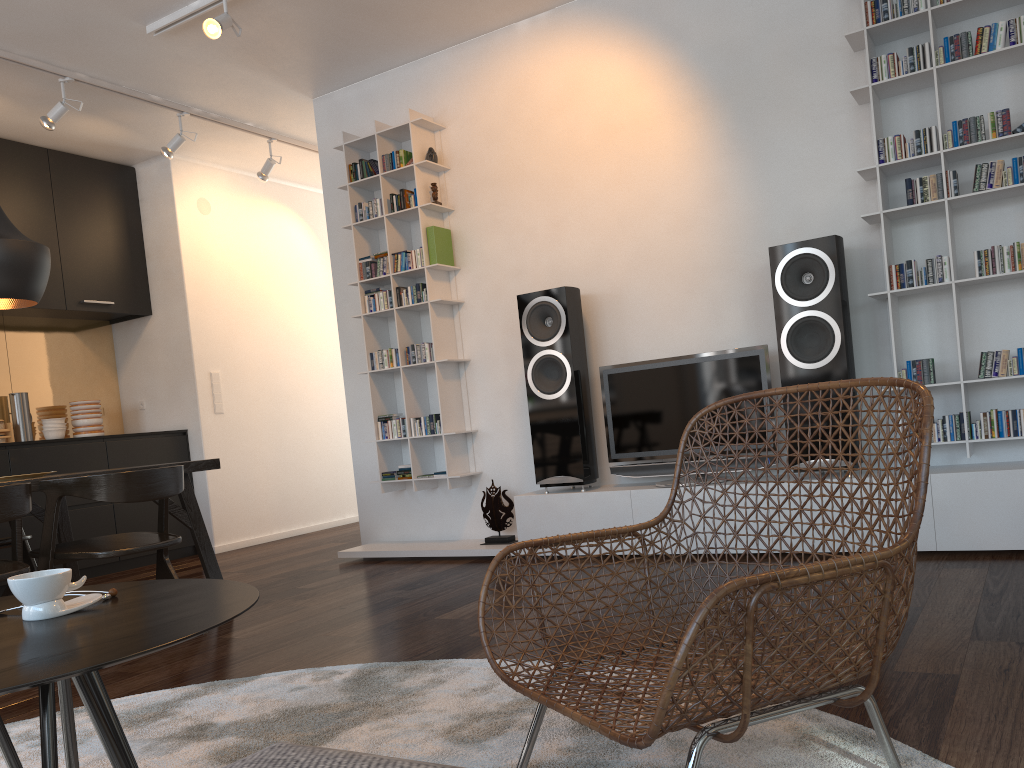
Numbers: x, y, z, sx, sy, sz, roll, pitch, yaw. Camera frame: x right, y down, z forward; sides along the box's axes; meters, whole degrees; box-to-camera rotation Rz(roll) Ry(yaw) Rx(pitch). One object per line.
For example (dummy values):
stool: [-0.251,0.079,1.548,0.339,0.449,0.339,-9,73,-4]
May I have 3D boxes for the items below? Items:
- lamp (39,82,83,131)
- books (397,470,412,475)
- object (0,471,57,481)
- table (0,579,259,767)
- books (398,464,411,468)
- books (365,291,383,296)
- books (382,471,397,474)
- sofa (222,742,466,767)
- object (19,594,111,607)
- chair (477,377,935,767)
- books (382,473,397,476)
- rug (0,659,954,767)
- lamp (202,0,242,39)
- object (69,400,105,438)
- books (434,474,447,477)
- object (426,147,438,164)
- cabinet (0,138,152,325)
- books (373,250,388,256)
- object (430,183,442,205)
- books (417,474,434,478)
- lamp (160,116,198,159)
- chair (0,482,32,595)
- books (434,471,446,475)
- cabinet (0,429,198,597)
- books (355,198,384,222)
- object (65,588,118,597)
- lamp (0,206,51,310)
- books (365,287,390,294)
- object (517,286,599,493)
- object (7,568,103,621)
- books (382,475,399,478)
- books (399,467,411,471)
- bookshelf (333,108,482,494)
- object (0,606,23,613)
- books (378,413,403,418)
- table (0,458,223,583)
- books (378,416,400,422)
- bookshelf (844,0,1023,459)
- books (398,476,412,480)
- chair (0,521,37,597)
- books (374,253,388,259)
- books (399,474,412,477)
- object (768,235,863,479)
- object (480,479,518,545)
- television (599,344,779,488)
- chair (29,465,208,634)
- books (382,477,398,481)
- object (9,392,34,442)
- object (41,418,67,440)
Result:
lamp: [-2.400,-1.482,4.718,0.251,0.240,0.085,-6,1,2]
books: [-0.592,0.500,5.027,0.107,0.023,0.069,-7,-2,31]
object: [-2.086,0.391,3.670,0.357,0.017,0.354,-8,-3,34]
table: [-0.784,0.607,1.305,0.850,0.473,0.844,-7,-2,33]
books: [-0.587,0.466,5.025,0.092,0.014,0.069,-7,-3,31]
books: [-0.772,-0.516,5.086,0.112,0.012,0.093,-7,-3,31]
books: [-0.687,0.507,5.087,0.107,0.009,0.069,-7,-3,31]
sofa: [-1.230,0.516,0.363,3.078,0.672,2.033,-7,-2,31]
object: [-0.772,0.370,1.524,0.164,0.016,0.025,-6,-1,6]
chair: [0.364,0.374,1.662,0.683,0.710,0.720,-6,0,-27]
books: [-0.691,0.518,5.089,0.093,0.015,0.069,-7,-3,31]
rug: [-0.600,0.822,1.327,2.841,0.012,2.834,-6,-2,11]
lamp: [-1.297,-1.630,3.947,0.085,0.240,0.250,-6,0,13]
object: [-2.946,0.252,6.132,0.198,0.265,0.198,-6,0,5]
books: [-0.376,0.507,4.916,0.092,0.014,0.069,-7,-3,31]
object: [-0.442,-1.249,4.862,0.064,0.101,0.060,-6,1,8]
cabinet: [-3.320,-0.975,5.590,0.533,1.051,1.949,-5,-1,31]
books: [-0.710,-0.736,4.997,0.112,0.014,0.093,-7,-3,31]
object: [-0.422,-1.040,4.866,0.046,0.140,0.064,-5,1,22]
books: [-0.463,0.518,4.995,0.112,0.012,0.093,-7,-3,31]
lamp: [-2.016,-1.495,5.362,0.251,0.240,0.085,-6,1,7]
chair: [-1.823,0.685,2.875,0.521,0.672,0.591,-6,0,32]
books: [-0.376,0.493,4.911,0.093,0.014,0.069,-8,-3,36]
cabinet: [-3.844,0.851,4.275,0.735,0.900,5.047,-6,-2,31]
books: [-0.777,-0.984,5.032,0.222,0.113,0.108,-7,-1,31]
object: [-0.768,0.372,1.566,0.168,0.015,0.015,-7,-1,18]
lamp: [-2.157,-0.601,3.676,0.410,0.542,0.411,-6,0,-12]
books: [-0.774,-0.532,5.090,0.112,0.022,0.095,-7,-3,31]
object: [0.260,0.039,4.473,0.296,1.004,0.279,-5,2,31]
object: [-0.730,0.335,1.423,0.092,0.069,0.138,-7,-2,43]
books: [-0.687,0.531,5.090,0.092,0.014,0.069,-7,-3,31]
books: [-0.586,0.480,5.024,0.092,0.014,0.069,-7,-3,31]
bookshelf: [-0.598,-0.430,5.027,0.641,2.078,0.226,-5,2,31]
object: [-0.808,0.375,1.480,0.124,0.010,0.026,-6,-2,-3]
books: [-0.700,0.183,5.104,0.112,0.012,0.093,-7,-3,31]
table: [-2.351,0.745,3.104,1.110,0.680,2.492,-7,-2,31]
books: [-0.708,0.200,5.091,0.107,0.023,0.069,-7,-2,31]
bookshelf: [2.388,-0.819,3.215,2.092,2.077,0.226,-6,1,31]
books: [-0.586,0.533,5.032,0.107,0.016,0.069,-7,-3,31]
chair: [-2.541,0.811,4.077,0.521,0.672,0.591,-6,0,30]
books: [-0.714,-0.721,4.990,0.108,0.018,0.069,-7,-3,31]
books: [-0.582,0.517,5.025,0.092,0.014,0.069,-7,-3,31]
object: [1.329,-0.100,3.825,0.296,1.004,0.279,-5,2,31]
object: [-0.080,0.688,4.786,0.213,0.351,0.121,-6,1,31]
television: [0.825,0.168,4.163,0.344,0.601,0.791,-7,0,-41]
chair: [-1.510,0.675,3.399,0.521,0.672,0.591,-6,0,29]
books: [-0.686,0.545,5.089,0.099,0.015,0.074,-7,-3,31]
object: [-3.220,0.230,5.832,0.114,0.340,0.163,-5,1,34]
object: [-3.078,0.310,5.948,0.157,0.160,0.154,-6,0,-31]
